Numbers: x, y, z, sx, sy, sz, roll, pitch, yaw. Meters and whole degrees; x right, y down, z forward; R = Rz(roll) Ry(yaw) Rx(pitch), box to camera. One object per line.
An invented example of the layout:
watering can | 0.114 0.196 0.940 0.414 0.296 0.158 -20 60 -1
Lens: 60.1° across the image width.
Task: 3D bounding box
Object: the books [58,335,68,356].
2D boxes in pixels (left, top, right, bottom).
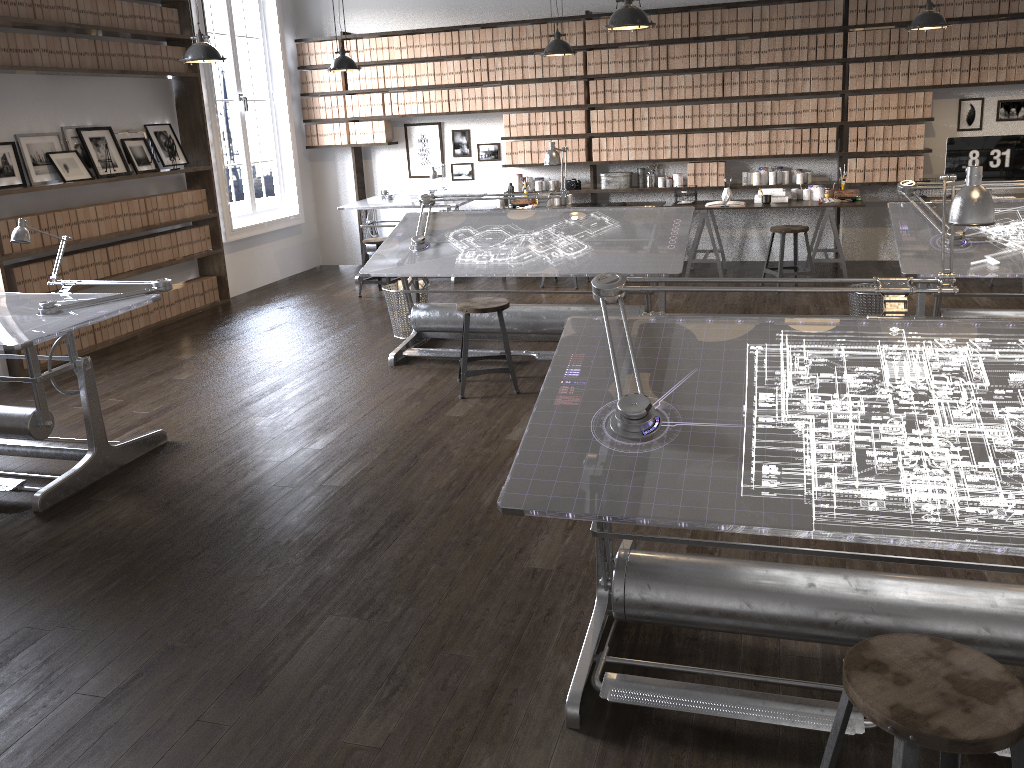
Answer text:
books | -3.367 -0.321 6.503 0.174 0.223 0.068 2 15 17

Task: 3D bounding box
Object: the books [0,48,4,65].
books | -3.504 -2.230 5.906 0.174 0.223 0.067 2 15 17

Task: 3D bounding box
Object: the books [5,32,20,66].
books | -3.468 -2.273 6.039 0.174 0.223 0.067 2 15 17

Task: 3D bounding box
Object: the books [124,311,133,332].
books | -3.172 -0.531 7.155 0.174 0.223 0.067 2 15 17

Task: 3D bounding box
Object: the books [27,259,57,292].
books | -3.397 -0.782 6.388 0.174 0.223 0.067 2 15 17

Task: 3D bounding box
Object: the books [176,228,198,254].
books | -2.919 -1.282 7.937 0.174 0.223 0.068 2 15 17

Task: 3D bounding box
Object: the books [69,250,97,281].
books | -3.281 -0.905 6.769 0.174 0.223 0.067 2 15 17

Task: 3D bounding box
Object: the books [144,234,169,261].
books | -3.038 -1.159 7.556 0.174 0.223 0.067 2 15 17

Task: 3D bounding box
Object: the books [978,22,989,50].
books | 4.027 -2.980 7.601 0.067 0.223 0.176 1 16 17

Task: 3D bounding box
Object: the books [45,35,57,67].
books | -3.372 -2.375 6.353 0.174 0.223 0.067 2 15 17

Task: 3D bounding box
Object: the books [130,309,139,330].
books | -3.149 -0.553 7.223 0.174 0.223 0.068 2 15 17

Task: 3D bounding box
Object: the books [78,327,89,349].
books | -3.310 -0.383 6.697 0.174 0.223 0.067 2 15 17

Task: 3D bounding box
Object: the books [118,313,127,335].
books | -3.189 -0.509 7.087 0.174 0.223 0.067 2 15 17

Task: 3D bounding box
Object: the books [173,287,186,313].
books | -2.975 -0.737 7.792 0.174 0.223 0.068 2 15 17

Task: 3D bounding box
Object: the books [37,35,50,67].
books | -3.388 -2.353 6.287 0.174 0.223 0.068 2 15 17

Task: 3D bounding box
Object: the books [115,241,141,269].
books | -3.142 -1.054 7.231 0.174 0.223 0.067 2 15 17

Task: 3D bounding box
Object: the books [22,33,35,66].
books | -3.429 -2.313 6.162 0.174 0.223 0.067 2 15 17

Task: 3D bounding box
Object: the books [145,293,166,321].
books | -3.056 -0.656 7.541 0.174 0.223 0.067 2 15 17

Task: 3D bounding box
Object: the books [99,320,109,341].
books | -3.252 -0.449 6.902 0.174 0.223 0.067 2 15 17

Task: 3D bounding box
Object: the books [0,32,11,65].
books | -3.488 -2.252 5.973 0.174 0.223 0.067 2 15 17

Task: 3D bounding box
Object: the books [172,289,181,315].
books | -2.998 -0.717 7.731 0.174 0.223 0.067 2 15 17

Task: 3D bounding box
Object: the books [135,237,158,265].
books | -3.076 -1.116 7.421 0.174 0.223 0.068 2 15 17

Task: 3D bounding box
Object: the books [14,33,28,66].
books | -3.444 -2.293 6.099 0.174 0.223 0.068 2 15 17

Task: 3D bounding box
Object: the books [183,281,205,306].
books | -2.902 -0.821 8.053 0.174 0.223 0.067 2 15 17

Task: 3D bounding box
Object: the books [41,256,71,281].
books | -3.354 -0.825 6.520 0.174 0.223 0.067 2 15 17

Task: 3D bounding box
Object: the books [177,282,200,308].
books | -2.917 -0.800 7.986 0.174 0.223 0.067 2 15 17

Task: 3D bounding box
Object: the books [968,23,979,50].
books | 3.960 -2.982 7.619 0.067 0.223 0.177 1 16 17

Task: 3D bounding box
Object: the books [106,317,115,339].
books | -3.232 -0.469 6.962 0.174 0.223 0.067 2 15 17

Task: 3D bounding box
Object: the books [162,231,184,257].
books | -2.977 -1.222 7.750 0.174 0.223 0.068 2 15 17

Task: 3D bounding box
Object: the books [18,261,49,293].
books | -3.418 -0.761 6.324 0.174 0.223 0.067 2 15 17

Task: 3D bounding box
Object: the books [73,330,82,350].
books | -3.334 -0.362 6.633 0.174 0.223 0.067 2 15 17

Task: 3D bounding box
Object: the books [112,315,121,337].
books | -3.209 -0.488 7.020 0.174 0.223 0.068 2 15 17

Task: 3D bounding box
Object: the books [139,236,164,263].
books | -3.056 -1.138 7.488 0.174 0.223 0.067 2 15 17

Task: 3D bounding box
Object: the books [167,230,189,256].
books | -2.959 -1.244 7.818 0.174 0.223 0.067 2 15 17

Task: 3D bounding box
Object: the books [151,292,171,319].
books | -3.033 -0.677 7.605 0.174 0.223 0.068 2 15 17

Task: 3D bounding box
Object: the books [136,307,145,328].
books | -3.130 -0.575 7.291 0.174 0.223 0.067 2 15 17

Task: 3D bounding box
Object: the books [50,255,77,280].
books | -3.338 -0.844 6.578 0.174 0.223 0.067 2 15 17

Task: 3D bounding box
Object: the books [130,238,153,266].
books | -3.098 -1.097 7.364 0.174 0.223 0.067 2 15 17

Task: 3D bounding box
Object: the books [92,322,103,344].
books | -3.268 -0.427 6.832 0.174 0.223 0.068 2 15 17

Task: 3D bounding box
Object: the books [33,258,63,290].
books | -3.373 -0.803 6.452 0.174 0.223 0.068 2 15 17

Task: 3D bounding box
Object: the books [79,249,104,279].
books | -3.257 -0.926 6.833 0.174 0.223 0.067 2 15 17

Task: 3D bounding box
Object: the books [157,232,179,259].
books | -3.001 -1.201 7.686 0.174 0.223 0.067 2 15 17

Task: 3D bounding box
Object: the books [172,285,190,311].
books | -2.961 -0.757 7.856 0.174 0.223 0.067 2 15 17

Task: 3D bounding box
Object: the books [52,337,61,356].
books | -3.391 -0.301 6.442 0.174 0.223 0.067 2 15 17

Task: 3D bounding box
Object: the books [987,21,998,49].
books | 4.093 -2.976 7.577 0.067 0.223 0.176 1 16 17

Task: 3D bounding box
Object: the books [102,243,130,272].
books | -3.175 -1.011 7.097 0.174 0.223 0.067 2 15 17

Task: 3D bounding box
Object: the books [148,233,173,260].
books | -3.022 -1.180 7.622 0.174 0.223 0.067 2 15 17

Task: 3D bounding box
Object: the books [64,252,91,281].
books | -3.301 -0.884 6.703 0.174 0.223 0.067 2 15 17

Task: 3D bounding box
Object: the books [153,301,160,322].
books | -3.078 -0.635 7.477 0.174 0.223 0.067 2 15 17

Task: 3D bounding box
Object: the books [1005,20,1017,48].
books | 4.230 -2.970 7.533 0.067 0.223 0.177 1 16 17

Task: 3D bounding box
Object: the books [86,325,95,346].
books | -3.294 -0.405 6.764 0.174 0.223 0.067 2 15 17

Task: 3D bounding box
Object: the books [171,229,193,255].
books | -2.942 -1.263 7.877 0.174 0.223 0.067 2 15 17

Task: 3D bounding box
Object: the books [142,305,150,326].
books | -3.114 -0.594 7.349 0.174 0.223 0.067 2 15 17

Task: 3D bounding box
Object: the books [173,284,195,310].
books | -2.941 -0.779 7.921 0.174 0.223 0.067 2 15 17

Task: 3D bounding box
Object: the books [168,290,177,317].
books | -3.014 -0.698 7.672 0.174 0.223 0.067 2 15 17

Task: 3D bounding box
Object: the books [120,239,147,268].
books | -3.120 -1.075 7.295 0.174 0.223 0.067 2 15 17

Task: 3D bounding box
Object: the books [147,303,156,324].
books | -3.091 -0.614 7.410 0.174 0.223 0.068 2 15 17

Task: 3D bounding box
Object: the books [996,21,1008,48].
books | 4.161 -2.973 7.554 0.067 0.223 0.177 1 16 17
